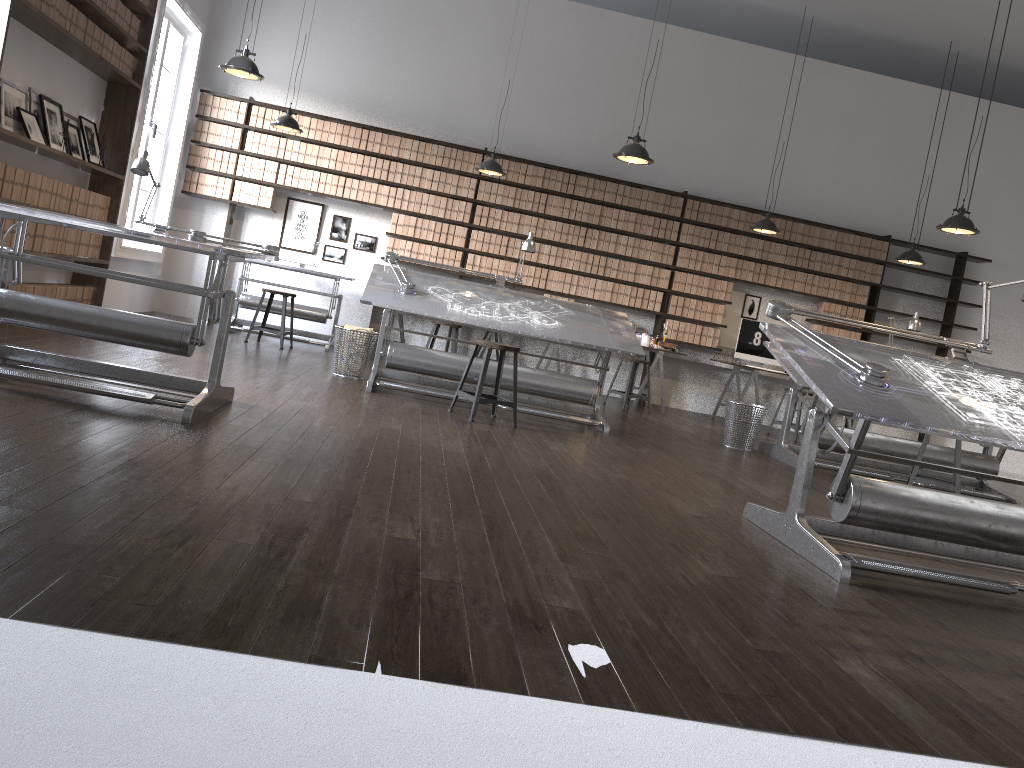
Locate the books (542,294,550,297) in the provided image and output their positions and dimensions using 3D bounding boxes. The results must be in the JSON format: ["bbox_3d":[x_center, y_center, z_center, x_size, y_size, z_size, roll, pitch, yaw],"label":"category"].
[{"bbox_3d":[0.370,-0.901,9.990,0.067,0.225,0.175,11,3,-7],"label":"books"}]

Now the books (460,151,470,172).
[{"bbox_3d":[-0.521,-2.457,9.832,0.066,0.225,0.175,11,3,-7],"label":"books"}]

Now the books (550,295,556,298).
[{"bbox_3d":[0.435,-0.889,10.003,0.066,0.225,0.175,11,3,-7],"label":"books"}]

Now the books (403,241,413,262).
[{"bbox_3d":[-1.148,-1.464,9.808,0.067,0.225,0.175,11,3,-7],"label":"books"}]

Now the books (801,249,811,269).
[{"bbox_3d":[3.382,-1.443,10.274,0.067,0.225,0.175,11,3,-7],"label":"books"}]

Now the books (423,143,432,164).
[{"bbox_3d":[-0.933,-2.534,9.786,0.066,0.225,0.175,11,3,-7],"label":"books"}]

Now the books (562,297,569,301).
[{"bbox_3d":[0.574,-0.863,10.014,0.066,0.225,0.175,11,3,-7],"label":"books"}]

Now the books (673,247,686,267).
[{"bbox_3d":[1.914,-1.445,10.126,0.066,0.225,0.175,11,3,-7],"label":"books"}]

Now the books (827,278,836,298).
[{"bbox_3d":[3.691,-1.112,10.321,0.067,0.225,0.175,11,3,-7],"label":"books"}]

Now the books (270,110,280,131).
[{"bbox_3d":[-2.559,-2.839,9.599,0.066,0.225,0.175,11,3,-7],"label":"books"}]

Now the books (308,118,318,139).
[{"bbox_3d":[-2.158,-2.764,9.643,0.067,0.225,0.175,11,3,-7],"label":"books"}]

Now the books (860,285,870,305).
[{"bbox_3d":[4.092,-1.037,10.367,0.066,0.225,0.175,11,3,-7],"label":"books"}]

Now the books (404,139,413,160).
[{"bbox_3d":[-1.141,-2.573,9.759,0.066,0.225,0.175,11,3,-7],"label":"books"}]

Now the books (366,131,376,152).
[{"bbox_3d":[-1.541,-2.648,9.717,0.066,0.225,0.175,11,3,-7],"label":"books"}]

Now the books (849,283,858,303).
[{"bbox_3d":[3.953,-1.063,10.355,0.066,0.225,0.175,11,3,-7],"label":"books"}]

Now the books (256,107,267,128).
[{"bbox_3d":[-2.702,-2.866,9.583,0.067,0.225,0.175,11,3,-7],"label":"books"}]

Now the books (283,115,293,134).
[{"bbox_3d":[-2.421,-2.813,9.619,0.066,0.225,0.175,11,3,-7],"label":"books"}]

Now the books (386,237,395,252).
[{"bbox_3d":[-1.345,-1.501,9.785,0.067,0.225,0.175,11,3,-7],"label":"books"}]

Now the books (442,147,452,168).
[{"bbox_3d":[-0.723,-2.494,9.802,0.067,0.225,0.175,11,3,-7],"label":"books"}]

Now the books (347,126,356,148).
[{"bbox_3d":[-1.750,-2.687,9.692,0.066,0.225,0.175,11,3,-7],"label":"books"}]

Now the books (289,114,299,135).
[{"bbox_3d":[-2.355,-2.800,9.620,0.067,0.225,0.175,11,3,-7],"label":"books"}]

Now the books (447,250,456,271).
[{"bbox_3d":[-0.677,-1.376,9.866,0.066,0.225,0.175,11,3,-7],"label":"books"}]

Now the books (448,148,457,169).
[{"bbox_3d":[-0.662,-2.483,9.813,0.066,0.225,0.175,11,3,-7],"label":"books"}]

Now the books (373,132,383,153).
[{"bbox_3d":[-1.471,-2.635,9.721,0.066,0.225,0.175,11,3,-7],"label":"books"}]

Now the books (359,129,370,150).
[{"bbox_3d":[-1.614,-2.662,9.704,0.067,0.225,0.175,11,3,-7],"label":"books"}]

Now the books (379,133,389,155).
[{"bbox_3d":[-1.402,-2.622,9.732,0.066,0.225,0.175,11,3,-7],"label":"books"}]

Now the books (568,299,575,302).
[{"bbox_3d":[0.643,-0.850,10.026,0.066,0.225,0.175,11,3,-7],"label":"books"}]

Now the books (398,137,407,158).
[{"bbox_3d":[-1.202,-2.585,9.753,0.066,0.225,0.175,11,3,-7],"label":"books"}]

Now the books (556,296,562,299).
[{"bbox_3d":[0.504,-0.876,10.010,0.066,0.225,0.175,11,3,-7],"label":"books"}]

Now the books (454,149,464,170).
[{"bbox_3d":[-0.589,-2.470,9.822,0.066,0.225,0.175,11,3,-7],"label":"books"}]

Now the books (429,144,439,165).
[{"bbox_3d":[-0.865,-2.521,9.789,0.066,0.225,0.175,11,3,-7],"label":"books"}]

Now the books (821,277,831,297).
[{"bbox_3d":[3.622,-1.125,10.318,0.066,0.225,0.175,11,3,-7],"label":"books"}]

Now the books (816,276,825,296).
[{"bbox_3d":[3.553,-1.138,10.312,0.066,0.225,0.175,11,3,-7],"label":"books"}]

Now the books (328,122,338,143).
[{"bbox_3d":[-1.953,-2.725,9.668,0.066,0.225,0.175,11,3,-7],"label":"books"}]

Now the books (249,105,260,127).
[{"bbox_3d":[-2.775,-2.880,9.580,0.066,0.225,0.175,11,3,-7],"label":"books"}]

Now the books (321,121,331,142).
[{"bbox_3d":[-2.022,-2.739,9.664,0.066,0.225,0.175,11,3,-7],"label":"books"}]

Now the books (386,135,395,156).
[{"bbox_3d":[-1.333,-2.609,9.740,0.066,0.225,0.175,11,3,-7],"label":"books"}]

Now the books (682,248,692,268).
[{"bbox_3d":[1.976,-1.433,10.129,0.067,0.225,0.175,11,3,-7],"label":"books"}]

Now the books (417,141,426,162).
[{"bbox_3d":[-1.001,-2.547,9.776,0.066,0.225,0.175,11,3,-7],"label":"books"}]

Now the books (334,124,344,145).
[{"bbox_3d":[-1.882,-2.712,9.673,0.066,0.225,0.175,11,3,-7],"label":"books"}]

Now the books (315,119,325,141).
[{"bbox_3d":[-2.089,-2.751,9.655,0.066,0.225,0.175,11,3,-7],"label":"books"}]

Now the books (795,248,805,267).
[{"bbox_3d":[3.309,-1.457,10.271,0.066,0.225,0.175,11,3,-7],"label":"books"}]

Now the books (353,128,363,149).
[{"bbox_3d":[-1.686,-2.676,9.701,0.066,0.225,0.175,11,3,-7],"label":"books"}]

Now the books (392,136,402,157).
[{"bbox_3d":[-1.267,-2.596,9.742,0.067,0.225,0.175,11,3,-7],"label":"books"}]

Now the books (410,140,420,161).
[{"bbox_3d":[-1.070,-2.560,9.765,0.067,0.225,0.175,11,3,-7],"label":"books"}]

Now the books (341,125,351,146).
[{"bbox_3d":[-1.811,-2.698,9.680,0.067,0.225,0.175,11,3,-7],"label":"books"}]

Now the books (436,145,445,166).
[{"bbox_3d":[-0.794,-2.508,9.794,0.066,0.225,0.175,11,3,-7],"label":"books"}]

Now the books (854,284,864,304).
[{"bbox_3d":[4.022,-1.050,10.363,0.066,0.225,0.175,11,3,-7],"label":"books"}]

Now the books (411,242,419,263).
[{"bbox_3d":[-1.080,-1.452,9.820,0.066,0.225,0.175,11,3,-7],"label":"books"}]

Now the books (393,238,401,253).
[{"bbox_3d":[-1.280,-1.489,9.797,0.066,0.225,0.175,11,3,-7],"label":"books"}]

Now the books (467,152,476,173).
[{"bbox_3d":[-0.453,-2.444,9.835,0.066,0.225,0.175,11,3,-7],"label":"books"}]

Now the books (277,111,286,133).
[{"bbox_3d":[-2.490,-2.826,9.611,0.066,0.225,0.175,11,3,-7],"label":"books"}]

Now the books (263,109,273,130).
[{"bbox_3d":[-2.629,-2.852,9.596,0.066,0.225,0.175,11,3,-7],"label":"books"}]

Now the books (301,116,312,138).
[{"bbox_3d":[-2.229,-2.777,9.637,0.066,0.225,0.175,11,3,-7],"label":"books"}]

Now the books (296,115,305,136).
[{"bbox_3d":[-2.290,-2.789,9.632,0.066,0.225,0.175,11,3,-7],"label":"books"}]

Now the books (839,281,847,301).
[{"bbox_3d":[3.822,-1.088,10.340,0.066,0.225,0.175,11,3,-7],"label":"books"}]
